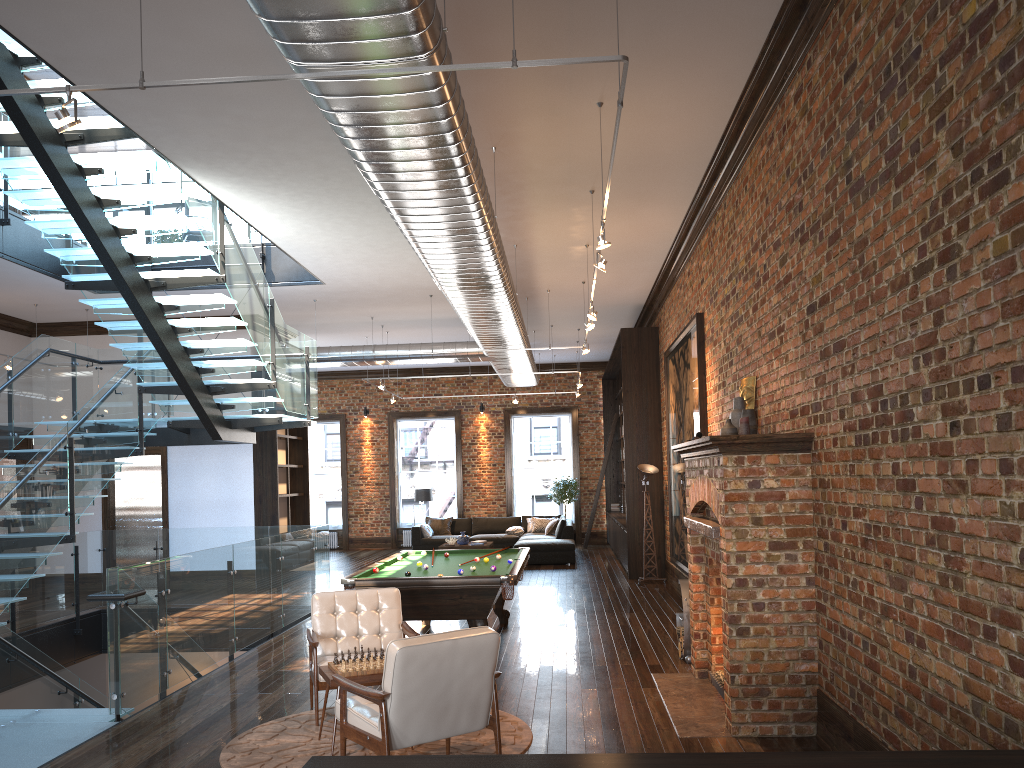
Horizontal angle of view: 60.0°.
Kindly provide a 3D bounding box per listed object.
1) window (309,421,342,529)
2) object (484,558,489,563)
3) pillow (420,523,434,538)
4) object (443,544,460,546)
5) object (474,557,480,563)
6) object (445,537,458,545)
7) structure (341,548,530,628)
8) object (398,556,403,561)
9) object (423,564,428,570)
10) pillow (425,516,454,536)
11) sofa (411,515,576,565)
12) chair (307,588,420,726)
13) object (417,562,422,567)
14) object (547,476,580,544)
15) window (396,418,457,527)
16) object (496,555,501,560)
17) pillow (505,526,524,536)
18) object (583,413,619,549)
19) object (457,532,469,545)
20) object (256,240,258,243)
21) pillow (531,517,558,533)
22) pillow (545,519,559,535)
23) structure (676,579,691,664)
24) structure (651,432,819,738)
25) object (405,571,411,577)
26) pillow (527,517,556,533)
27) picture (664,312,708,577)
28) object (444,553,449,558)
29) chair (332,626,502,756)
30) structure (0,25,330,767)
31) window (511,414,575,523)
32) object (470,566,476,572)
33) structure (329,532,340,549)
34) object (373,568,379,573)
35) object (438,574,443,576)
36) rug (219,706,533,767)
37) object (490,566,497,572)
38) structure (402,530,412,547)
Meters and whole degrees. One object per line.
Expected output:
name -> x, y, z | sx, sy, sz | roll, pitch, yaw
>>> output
window -> -4.945, 2.314, 22.268 | 1.520, 2.745, 0.155 | -2, -1, 3
object -> -0.267, 1.831, 9.210 | 0.057, 0.057, 0.057 | -2, -4, 4
pillow -> -1.848, 3.208, 19.400 | 0.244, 0.304, 0.576 | -2, -5, 4
object -> -1.200, 3.207, 17.672 | 0.267, 0.018, 0.202 | -5, -7, 27
object -> -0.365, 1.840, 9.274 | 0.057, 0.057, 0.057 | 1, -4, -32
object -> -1.192, 3.137, 17.684 | 0.218, 0.159, 0.220 | 3, -6, -44
structure -> -0.626, 2.224, 9.064 | 1.553, 0.848, 2.970 | -2, -6, 3
object -> -1.222, 1.908, 9.694 | 0.057, 0.057, 0.057 | -2, -4, 2
object -> -0.845, 1.791, 8.670 | 0.057, 0.057, 0.057 | 0, -4, -26
pillow -> -1.653, 3.167, 19.777 | 0.701, 0.438, 0.306 | -2, -3, 4
sofa -> -0.455, 3.217, 18.410 | 3.500, 0.801, 3.465 | -2, -6, 3
chair -> -1.082, 1.953, 6.415 | 0.768, 0.863, 0.745 | -1, -3, -16
object -> -0.936, 1.825, 8.972 | 0.057, 0.057, 0.057 | -5, -5, 40
object -> 1.245, 3.108, 21.217 | 0.812, 1.859, 0.802 | -2, -2, 12
window -> -2.093, 2.216, 22.096 | 1.520, 2.745, 0.155 | -2, -1, 3
object -> -0.143, 1.861, 9.527 | 0.057, 0.057, 0.057 | 2, -5, -41
pillow -> 0.066, 3.224, 19.425 | 0.409, 0.203, 0.613 | -2, -5, 1
object -> 2.040, 2.232, 20.386 | 0.897, 3.068, 0.496 | -2, -1, 3
object -> -0.987, 3.102, 17.837 | 0.216, 0.250, 0.215 | -4, -4, 36
object -> -3.442, -2.231, 13.154 | 0.540, 0.767, 0.521 | -2, -3, 13
pillow -> 0.713, 3.082, 19.417 | 0.611, 0.360, 0.289 | -2, -3, 7
pillow -> 0.855, 3.062, 18.940 | 0.314, 0.354, 0.632 | -2, -5, 3
structure -> 1.756, 1.995, 7.896 | 0.538, 0.916, 0.930 | -2, -4, 4
structure -> 1.519, 1.368, 6.488 | 0.887, 1.901, 2.007 | -2, -4, 3
object -> -0.946, 1.730, 8.060 | 0.057, 0.057, 0.057 | -2, -4, 8
pillow -> 0.652, 3.129, 19.600 | 0.703, 0.337, 0.271 | -2, -3, 4
picture -> 2.174, 0.888, 11.164 | 0.080, 2.992, 3.214 | -2, -4, 3
object -> -0.735, 1.923, 9.962 | 0.057, 0.057, 0.057 | 1, -5, -38
chair -> -0.530, 1.784, 4.954 | 0.768, 0.863, 0.744 | 1, -4, -36
structure -> -4.334, 0.951, 8.728 | 3.577, 14.455, 7.065 | -2, -2, 3
window -> 0.762, 2.118, 21.924 | 1.520, 2.745, 0.155 | -2, -1, 3
object -> -0.369, 1.747, 8.380 | 0.057, 0.057, 0.057 | -5, -5, 42
structure -> -4.916, 3.880, 21.958 | 1.301, 0.394, 0.216 | -2, -2, 3
object -> -1.301, 1.783, 8.478 | 0.057, 0.057, 0.057 | 1, -5, -40
object -> -0.625, 1.687, 7.739 | 0.057, 0.057, 0.057 | -3, -4, 21
rug -> -0.850, 2.294, 5.718 | 1.970, 0.015, 1.979 | -2, -6, 5
object -> -0.174, 1.738, 8.352 | 0.057, 0.057, 0.057 | -3, -4, 25
structure -> -2.066, 3.782, 21.786 | 1.301, 0.394, 0.216 | -2, -2, 3
